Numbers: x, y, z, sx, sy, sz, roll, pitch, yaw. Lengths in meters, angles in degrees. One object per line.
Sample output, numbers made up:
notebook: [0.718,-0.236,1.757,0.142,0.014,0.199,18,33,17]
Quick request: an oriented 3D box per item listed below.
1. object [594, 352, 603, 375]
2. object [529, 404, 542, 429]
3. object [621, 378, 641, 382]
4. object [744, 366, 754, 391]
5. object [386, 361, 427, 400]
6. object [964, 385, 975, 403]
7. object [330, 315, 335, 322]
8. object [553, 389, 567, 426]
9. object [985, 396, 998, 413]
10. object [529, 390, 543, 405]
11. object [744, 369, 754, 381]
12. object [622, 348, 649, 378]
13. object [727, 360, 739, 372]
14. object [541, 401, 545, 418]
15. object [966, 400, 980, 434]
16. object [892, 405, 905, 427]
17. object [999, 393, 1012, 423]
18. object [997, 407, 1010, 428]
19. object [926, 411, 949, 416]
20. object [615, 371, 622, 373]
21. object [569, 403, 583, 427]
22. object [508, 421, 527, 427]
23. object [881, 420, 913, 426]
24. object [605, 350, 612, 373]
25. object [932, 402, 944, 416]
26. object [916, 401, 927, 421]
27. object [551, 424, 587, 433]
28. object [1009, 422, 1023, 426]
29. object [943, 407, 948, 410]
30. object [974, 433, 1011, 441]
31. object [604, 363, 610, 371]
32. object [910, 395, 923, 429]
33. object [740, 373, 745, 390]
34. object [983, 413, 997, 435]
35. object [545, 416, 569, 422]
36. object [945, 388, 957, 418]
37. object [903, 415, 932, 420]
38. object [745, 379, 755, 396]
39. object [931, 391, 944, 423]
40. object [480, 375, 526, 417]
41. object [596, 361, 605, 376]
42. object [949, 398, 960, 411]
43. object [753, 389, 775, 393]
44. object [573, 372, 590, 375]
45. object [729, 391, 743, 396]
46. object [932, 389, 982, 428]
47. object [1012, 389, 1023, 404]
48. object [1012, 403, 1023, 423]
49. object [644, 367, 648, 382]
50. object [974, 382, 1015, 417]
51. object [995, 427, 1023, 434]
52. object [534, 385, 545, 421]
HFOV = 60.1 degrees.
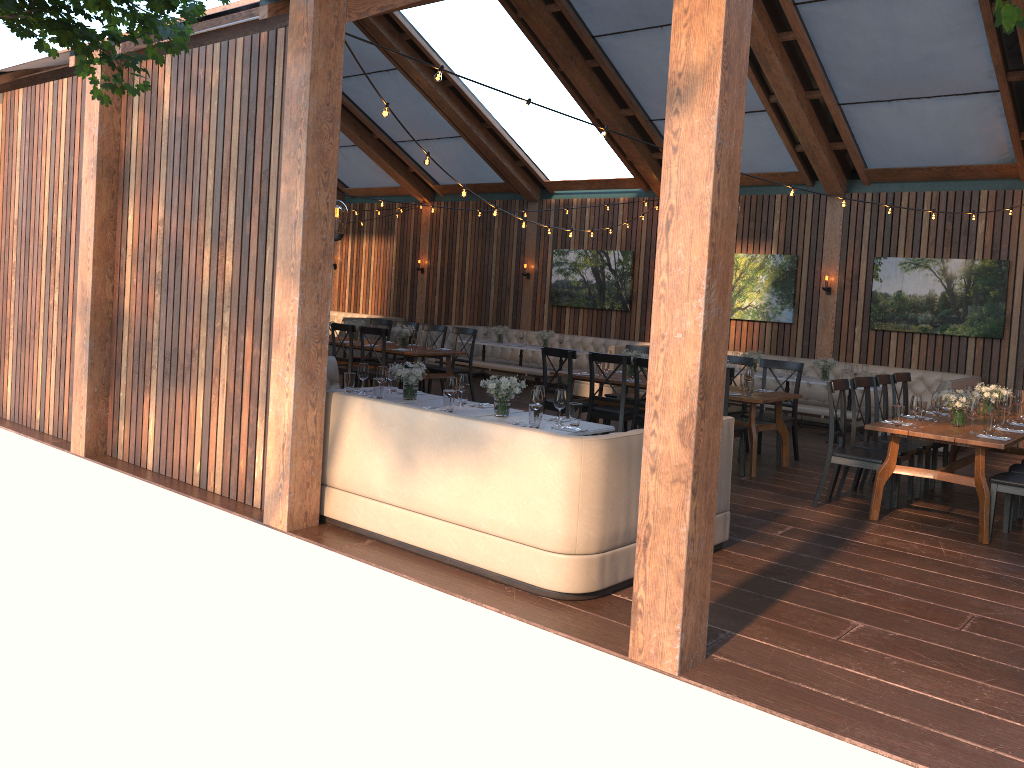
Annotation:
object: [0.931,-0.221,9.523,0.092,0.244,0.092,3,3,-3]
object: [0.154,0.219,5.939,0.092,0.158,0.092,5,4,26]
object: [1.237,-0.042,9.106,0.158,0.019,0.255,9,8,39]
object: [2.354,-0.052,8.783,0.092,0.244,0.092,3,3,-8]
object: [-0.812,-0.032,7.005,0.329,0.308,0.338,1,5,-28]
object: [4.161,0.138,8.061,0.092,0.244,0.092,3,3,-8]
object: [-3.611,-1.298,17.809,0.092,0.158,0.092,5,4,26]
object: [0.333,0.164,6.151,0.092,0.244,0.092,3,3,-8]
object: [3.836,0.223,7.084,0.092,0.244,0.092,3,3,-8]
object: [0.163,0.165,6.047,0.092,0.244,0.092,3,3,-8]
object: [2.256,-0.022,8.443,0.092,0.244,0.092,3,3,-8]
object: [1.296,-0.228,9.495,0.329,0.308,0.338,2,5,-16]
object: [2.071,-0.103,8.786,0.336,0.308,0.330,4,4,6]
object: [0.192,0.166,6.448,0.092,0.158,0.092,5,4,26]
object: [3.450,0.249,6.621,0.092,0.244,0.092,3,3,-8]
object: [2.948,0.246,6.765,0.091,0.158,0.092,2,4,-24]
object: [4.173,0.201,7.489,0.092,0.244,0.092,3,3,-8]
object: [3.935,0.272,7.091,0.091,0.158,0.092,2,4,-24]
object: [3.740,0.255,7.781,0.256,0.019,0.157,9,8,40]
object: [1.216,-0.137,9.961,0.158,0.019,0.255,9,8,39]
object: [0.439,0.214,6.147,0.092,0.158,0.092,5,4,26]
object: [-0.004,0.272,6.006,0.158,0.019,0.255,9,8,39]
object: [3.033,0.304,6.918,0.256,0.019,0.157,9,8,40]
object: [1.069,-0.252,9.889,0.092,0.244,0.092,3,3,-3]
object: [3.670,0.197,7.632,0.091,0.158,0.092,2,4,-24]
object: [3.329,0.221,7.210,0.091,0.158,0.092,2,4,-24]
object: [0.371,0.296,5.996,0.256,0.019,0.157,9,8,40]
object: [4.221,0.333,7.337,0.256,0.019,0.157,9,8,40]
object: [4.104,0.230,8.222,0.256,0.019,0.157,9,8,40]
object: [3.495,0.382,6.466,0.256,0.019,0.157,9,8,40]
object: [1.067,-0.223,10.022,0.092,0.158,0.092,3,3,-14]
object: [3.083,0.212,6.754,0.092,0.244,0.092,3,3,-8]
object: [2.335,-0.022,8.893,0.091,0.158,0.092,2,4,-24]
object: [3.577,0.300,6.627,0.091,0.158,0.092,2,4,-24]
object: [0.341,0.252,6.387,0.158,0.019,0.255,9,8,39]
object: [3.777,0.163,7.611,0.092,0.244,0.092,3,3,-8]
object: [3.405,0.278,7.372,0.256,0.019,0.157,9,8,40]
object: [2.230,0.033,8.321,0.091,0.158,0.092,2,4,-24]
object: [3.460,0.187,7.207,0.092,0.244,0.092,3,3,-8]
object: [-0.069,0.078,6.414,0.336,0.308,0.330,5,5,14]
object: [0.936,-0.165,9.405,0.092,0.158,0.092,3,3,-4]
object: [4.042,0.171,8.088,0.091,0.158,0.092,2,4,-24]
object: [2.506,0.064,8.838,0.158,0.019,0.255,9,8,39]
object: [0.770,-0.113,9.478,0.158,0.019,0.255,9,8,39]
object: [2.086,0.086,8.391,0.158,0.019,0.255,9,8,39]
object: [3.528,0.180,7.005,0.336,0.308,0.330,2,5,-18]
object: [4.542,0.174,7.945,0.092,0.244,0.092,3,3,-8]
object: [4.285,0.250,7.496,0.091,0.158,0.092,2,4,-24]
object: [1.394,-0.095,9.039,0.091,0.158,0.092,2,4,-24]
object: [4.214,0.136,7.803,0.329,0.308,0.337,4,4,5]
object: [3.883,0.355,6.937,0.256,0.019,0.157,9,8,40]
object: [0.189,0.135,6.337,0.092,0.244,0.092,3,3,-8]
